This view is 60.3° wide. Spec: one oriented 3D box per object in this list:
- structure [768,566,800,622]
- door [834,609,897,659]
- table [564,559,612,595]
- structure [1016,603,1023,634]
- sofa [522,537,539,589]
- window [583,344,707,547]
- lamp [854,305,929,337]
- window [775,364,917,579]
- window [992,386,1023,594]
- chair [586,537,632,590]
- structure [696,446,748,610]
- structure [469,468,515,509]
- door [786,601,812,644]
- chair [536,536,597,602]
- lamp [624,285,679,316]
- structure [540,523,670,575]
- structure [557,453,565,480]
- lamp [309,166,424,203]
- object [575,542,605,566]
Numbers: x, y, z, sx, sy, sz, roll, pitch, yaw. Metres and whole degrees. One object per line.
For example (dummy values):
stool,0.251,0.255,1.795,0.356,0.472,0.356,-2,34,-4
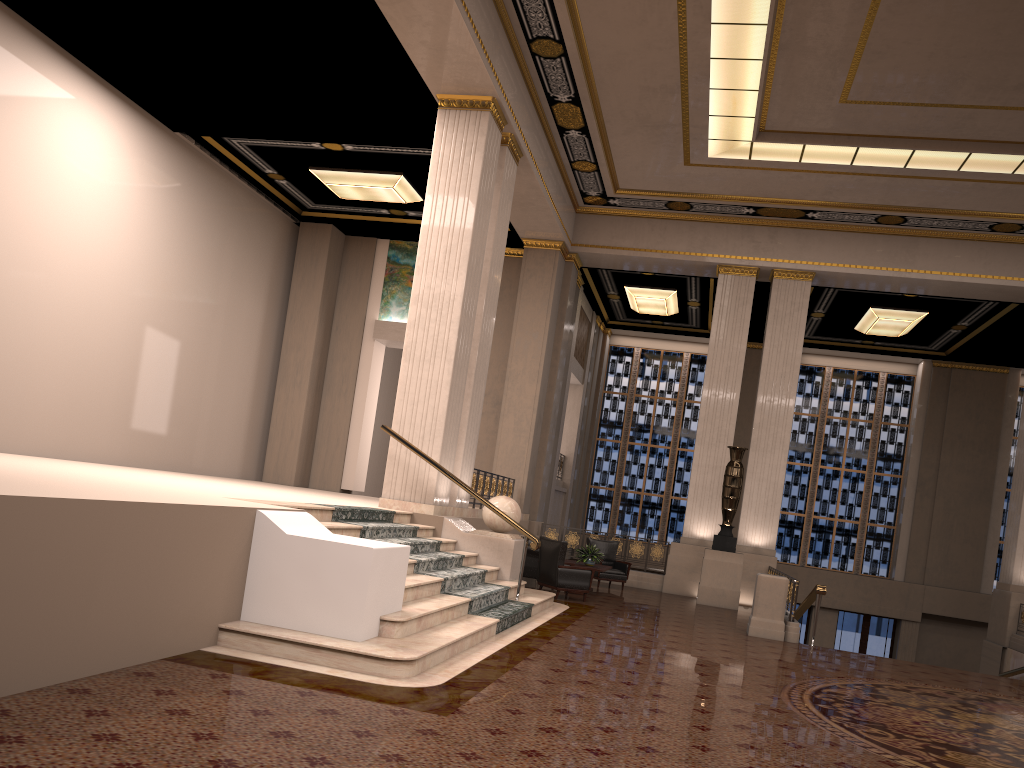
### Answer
structure,4.177,3.206,13.761,0.079,0.534,4.991,8,-7,14
door,8.893,7.185,22.504,1.486,2.717,0.156,8,-1,12
table,1.124,3.152,14.343,0.836,0.433,1.491,7,-7,13
structure,8.274,3.669,12.862,0.079,0.534,4.989,8,-7,13
sofa,0.254,2.919,14.544,0.872,0.703,1.943,7,-7,13
window,3.796,1.702,24.357,2.978,5.345,0.070,8,-1,12
lamp,8.395,-1.350,19.621,1.163,0.213,2.038,6,-8,13
window,8.736,2.260,23.272,2.978,5.345,0.070,8,-1,12
window,13.846,2.838,22.150,2.978,5.345,0.070,8,-1,12
chair,1.715,3.250,15.943,0.652,0.841,0.717,10,-4,-22
structure,3.774,2.491,15.426,0.698,2.781,0.704,8,-2,13
structure,-0.373,1.807,14.803,0.032,0.621,3.734,8,-7,13
door,6.872,6.957,22.948,1.486,2.717,0.156,8,-1,12
chair,0.760,2.688,12.797,0.723,0.841,0.646,10,-4,-27
lamp,3.304,-1.926,20.740,1.163,0.213,2.038,6,-8,13
structure,1.771,3.224,17.251,2.527,0.653,0.032,7,-1,12
structure,1.055,1.959,21.140,0.031,0.664,2.178,8,-7,13
lamp,-2.557,-3.463,15.563,1.710,0.213,1.181,6,-8,13
object,1.255,2.741,14.217,0.500,0.375,0.531,3,-8,45
